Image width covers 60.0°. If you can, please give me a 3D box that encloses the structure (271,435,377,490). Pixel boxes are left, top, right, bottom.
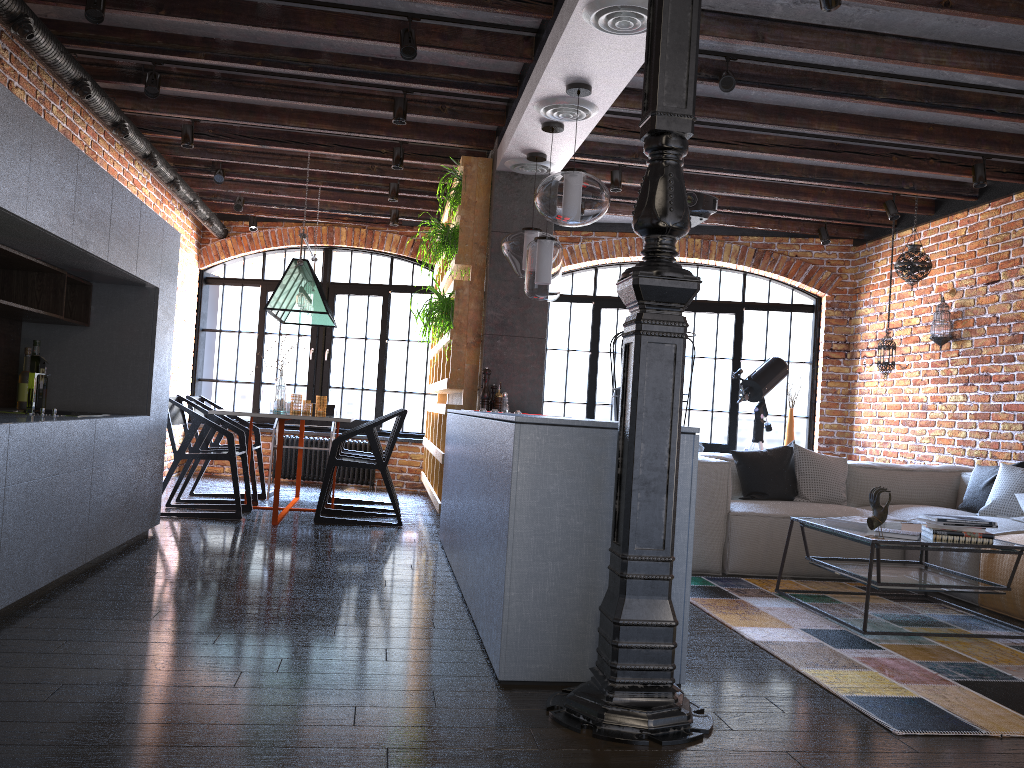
[{"bbox_3d":[-1.857,0.770,8.781,1.115,0.476,0.106,3,-1,9],"label":"structure"}]

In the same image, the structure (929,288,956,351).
[{"bbox_3d":[3.269,-0.494,6.737,0.169,0.482,0.169,4,-1,-8],"label":"structure"}]

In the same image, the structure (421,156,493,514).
[{"bbox_3d":[-0.510,-0.296,7.279,0.206,2.381,2.829,4,-2,-8],"label":"structure"}]

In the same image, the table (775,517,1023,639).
[{"bbox_3d":[1.827,0.885,4.168,0.842,0.388,0.848,4,-2,-8],"label":"table"}]

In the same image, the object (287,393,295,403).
[{"bbox_3d":[-1.737,0.109,6.961,0.060,0.073,0.060,5,-2,-31],"label":"object"}]

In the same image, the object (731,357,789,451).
[{"bbox_3d":[2.026,0.479,7.567,0.570,1.471,0.616,3,-1,18],"label":"object"}]

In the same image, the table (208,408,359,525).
[{"bbox_3d":[-1.666,0.585,6.698,0.905,0.737,1.888,4,-2,-8],"label":"table"}]

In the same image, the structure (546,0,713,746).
[{"bbox_3d":[3.971,0.047,4.448,8.516,2.393,0.481,5,-2,-27],"label":"structure"}]

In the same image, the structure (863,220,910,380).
[{"bbox_3d":[3.034,-0.745,7.117,0.389,1.437,0.338,4,-1,-8],"label":"structure"}]

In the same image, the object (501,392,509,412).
[{"bbox_3d":[-0.050,0.117,5.677,0.069,0.135,0.069,4,-2,-28],"label":"object"}]

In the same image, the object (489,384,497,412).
[{"bbox_3d":[-0.121,0.090,5.696,0.048,0.180,0.048,4,-2,-25],"label":"object"}]

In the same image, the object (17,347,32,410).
[{"bbox_3d":[-2.533,-0.029,4.622,0.063,0.323,0.063,3,-2,40],"label":"object"}]

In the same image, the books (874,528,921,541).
[{"bbox_3d":[1.711,0.664,3.934,0.182,0.029,0.129,3,-2,29],"label":"books"}]

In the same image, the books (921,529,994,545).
[{"bbox_3d":[1.998,0.687,3.990,0.247,0.024,0.209,3,-2,11],"label":"books"}]

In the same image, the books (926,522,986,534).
[{"bbox_3d":[2.007,0.644,4.014,0.239,0.023,0.190,3,-2,26],"label":"books"}]

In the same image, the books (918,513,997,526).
[{"bbox_3d":[2.003,0.610,3.995,0.268,0.014,0.196,4,-2,3],"label":"books"}]

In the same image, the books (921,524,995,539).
[{"bbox_3d":[2.001,0.664,3.990,0.251,0.023,0.209,3,-2,11],"label":"books"}]

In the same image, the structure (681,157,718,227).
[{"bbox_3d":[1.115,-1.471,5.847,0.409,0.816,0.464,4,-1,-8],"label":"structure"}]

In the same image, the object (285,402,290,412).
[{"bbox_3d":[-1.766,0.180,6.930,0.060,0.073,0.060,3,-2,23],"label":"object"}]

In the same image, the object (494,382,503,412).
[{"bbox_3d":[-0.078,0.085,5.625,0.058,0.192,0.081,3,-2,33],"label":"object"}]

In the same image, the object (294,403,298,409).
[{"bbox_3d":[-1.682,0.182,6.832,0.060,0.073,0.060,3,-2,23],"label":"object"}]

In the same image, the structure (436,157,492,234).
[{"bbox_3d":[-0.259,-1.252,6.106,0.570,0.620,0.422,4,-2,-19],"label":"structure"}]

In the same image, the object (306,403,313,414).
[{"bbox_3d":[-1.533,0.184,6.705,0.049,0.080,0.049,4,-2,-24],"label":"object"}]

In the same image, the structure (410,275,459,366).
[{"bbox_3d":[-0.440,-0.417,6.086,0.422,0.620,0.571,3,-2,11],"label":"structure"}]

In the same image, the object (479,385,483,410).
[{"bbox_3d":[-0.181,0.086,5.673,0.048,0.180,0.048,2,-2,42],"label":"object"}]

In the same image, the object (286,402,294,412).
[{"bbox_3d":[-1.696,0.179,6.768,0.060,0.073,0.060,3,-2,23],"label":"object"}]

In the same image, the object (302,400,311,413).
[{"bbox_3d":[-1.578,0.175,6.811,0.061,0.099,0.061,3,-2,29],"label":"object"}]

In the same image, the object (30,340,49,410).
[{"bbox_3d":[-2.544,-0.049,4.751,0.095,0.369,0.109,4,-1,-8],"label":"object"}]

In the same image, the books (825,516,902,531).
[{"bbox_3d":[1.697,0.671,4.282,0.309,0.038,0.225,5,-2,-38],"label":"books"}]

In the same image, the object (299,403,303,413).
[{"bbox_3d":[-1.675,0.187,6.995,0.060,0.073,0.060,2,-2,44],"label":"object"}]

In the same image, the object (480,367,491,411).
[{"bbox_3d":[-0.167,0.033,5.602,0.061,0.282,0.061,4,-1,6],"label":"object"}]

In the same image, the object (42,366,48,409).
[{"bbox_3d":[-2.557,0.020,4.831,0.047,0.235,0.047,4,-1,-21],"label":"object"}]

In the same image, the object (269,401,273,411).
[{"bbox_3d":[-1.820,0.171,6.762,0.060,0.073,0.060,3,-2,23],"label":"object"}]

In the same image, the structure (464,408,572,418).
[{"bbox_3d":[0.003,0.173,4.886,0.504,0.057,0.763,4,-2,-8],"label":"structure"}]

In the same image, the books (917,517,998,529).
[{"bbox_3d":[2.002,0.625,3.995,0.268,0.014,0.196,4,-2,-9],"label":"books"}]

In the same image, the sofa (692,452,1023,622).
[{"bbox_3d":[2.266,0.816,4.594,2.536,0.697,3.301,4,-2,-9],"label":"sofa"}]

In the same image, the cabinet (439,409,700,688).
[{"bbox_3d":[0.070,0.573,4.282,0.607,0.844,2.960,4,-2,-8],"label":"cabinet"}]

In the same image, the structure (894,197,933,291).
[{"bbox_3d":[3.046,-1.091,6.710,0.265,0.779,0.273,3,-2,31],"label":"structure"}]

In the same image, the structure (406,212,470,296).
[{"bbox_3d":[-0.446,-0.898,6.058,0.571,0.620,0.422,5,-2,-39],"label":"structure"}]

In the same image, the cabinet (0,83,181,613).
[{"bbox_3d":[-2.124,-0.082,3.261,0.713,1.808,4.174,4,-2,-8],"label":"cabinet"}]

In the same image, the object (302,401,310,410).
[{"bbox_3d":[-1.599,0.176,6.893,0.061,0.099,0.061,4,-1,-2],"label":"object"}]
